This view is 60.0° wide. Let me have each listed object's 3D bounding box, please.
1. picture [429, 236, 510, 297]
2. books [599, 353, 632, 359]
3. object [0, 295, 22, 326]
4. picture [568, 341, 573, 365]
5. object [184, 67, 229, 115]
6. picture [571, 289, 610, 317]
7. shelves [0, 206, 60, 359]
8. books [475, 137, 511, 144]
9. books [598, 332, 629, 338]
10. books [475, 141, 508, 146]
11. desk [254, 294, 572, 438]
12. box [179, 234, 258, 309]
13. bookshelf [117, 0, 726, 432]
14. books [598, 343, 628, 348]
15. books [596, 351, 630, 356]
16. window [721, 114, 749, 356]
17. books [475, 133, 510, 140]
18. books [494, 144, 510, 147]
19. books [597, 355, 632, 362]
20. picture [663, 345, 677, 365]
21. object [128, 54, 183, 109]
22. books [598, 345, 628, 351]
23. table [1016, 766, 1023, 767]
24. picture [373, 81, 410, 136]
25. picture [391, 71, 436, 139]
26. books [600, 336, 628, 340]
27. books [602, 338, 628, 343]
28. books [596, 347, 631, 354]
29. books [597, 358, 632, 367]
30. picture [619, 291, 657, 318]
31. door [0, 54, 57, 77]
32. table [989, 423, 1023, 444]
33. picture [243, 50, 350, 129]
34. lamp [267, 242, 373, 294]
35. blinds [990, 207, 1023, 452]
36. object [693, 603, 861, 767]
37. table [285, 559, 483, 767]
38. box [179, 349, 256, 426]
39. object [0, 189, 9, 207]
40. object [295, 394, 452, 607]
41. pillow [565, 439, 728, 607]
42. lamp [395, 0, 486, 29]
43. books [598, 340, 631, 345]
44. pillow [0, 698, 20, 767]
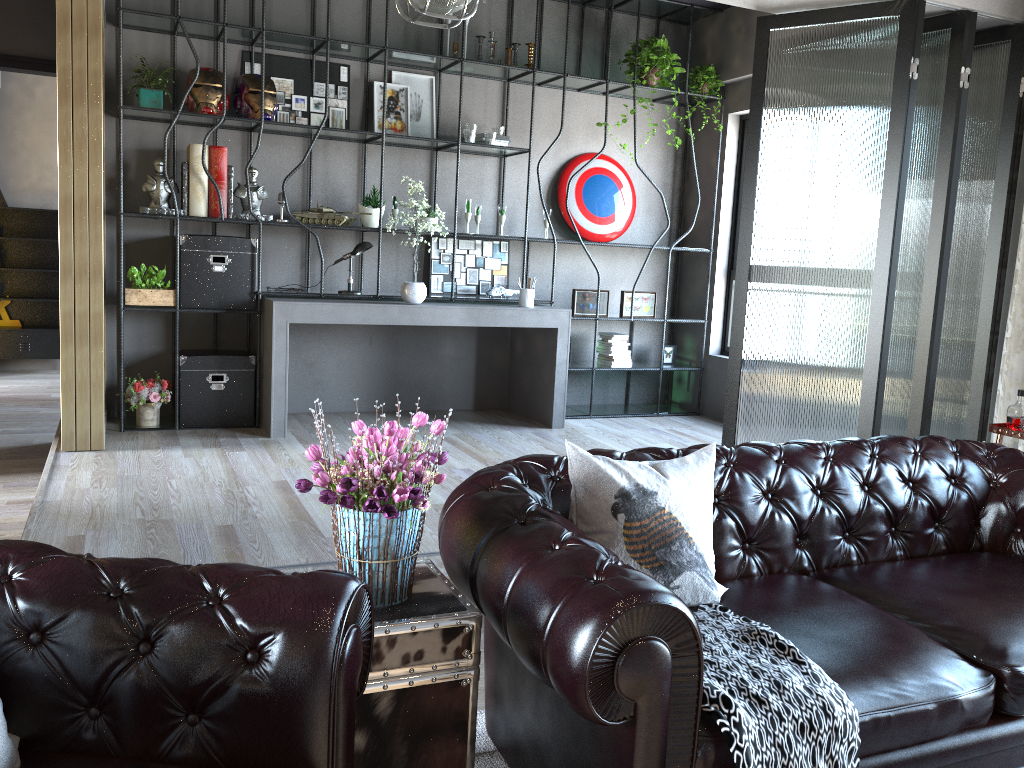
[{"bbox_3d":[-0.326,-0.915,6.934,0.665,0.446,0.051,0,8,-24],"label":"picture"},{"bbox_3d":[0.842,-0.233,7.277,0.175,0.023,0.250,0,9,-23],"label":"books"},{"bbox_3d":[-5.266,-0.754,9.122,0.393,0.320,0.057,0,8,-24],"label":"object"},{"bbox_3d":[0.395,-0.249,7.096,0.172,0.190,0.036,0,8,-24],"label":"picture"},{"bbox_3d":[-1.993,-1.903,5.794,0.280,0.327,0.400,0,8,-19],"label":"object"},{"bbox_3d":[0.621,-0.641,7.022,0.313,0.212,0.049,0,8,-24],"label":"picture"},{"bbox_3d":[-4.978,-0.948,9.068,0.911,1.674,0.354,0,8,-24],"label":"shelves"},{"bbox_3d":[-0.155,-1.849,6.762,0.243,0.024,0.175,-1,9,-28],"label":"books"},{"bbox_3d":[0.828,-0.402,7.254,0.159,0.024,0.201,-2,10,-34],"label":"books"},{"bbox_3d":[-0.168,-1.825,6.759,0.166,0.024,0.227,-5,11,-44],"label":"books"},{"bbox_3d":[-0.730,-0.158,6.474,2.129,0.884,0.846,-1,8,-24],"label":"desk"},{"bbox_3d":[-1.999,-0.763,5.999,0.489,0.480,0.374,0,8,-24],"label":"box"},{"bbox_3d":[-0.480,-1.362,6.592,4.483,3.277,0.527,0,8,-24],"label":"bookshelf"},{"bbox_3d":[0.830,-0.320,7.274,0.155,0.022,0.205,-1,9,-29],"label":"books"},{"bbox_3d":[0.825,-0.253,7.277,0.192,0.014,0.256,0,9,-21],"label":"books"},{"bbox_3d":[2.162,-1.087,6.574,0.107,1.957,1.698,0,8,-24],"label":"window"},{"bbox_3d":[-0.160,-1.874,6.749,0.225,0.029,0.179,-2,9,-32],"label":"books"},{"bbox_3d":[-0.159,-1.796,6.761,0.179,0.034,0.243,-4,11,-40],"label":"books"},{"bbox_3d":[0.841,-0.210,7.280,0.175,0.023,0.250,-1,9,-28],"label":"books"},{"bbox_3d":[1.330,-0.248,7.532,0.137,0.165,0.032,0,8,-24],"label":"picture"},{"bbox_3d":[-2.313,-1.904,5.668,0.295,0.339,0.325,6,8,22],"label":"object"},{"bbox_3d":[0.823,-0.299,7.275,0.158,0.021,0.224,-1,9,-24],"label":"books"},{"bbox_3d":[1.630,1.050,1.752,1.254,0.469,0.685,-1,9,-24],"label":"table"},{"bbox_3d":[-0.879,-1.987,6.484,0.268,0.413,0.101,0,8,-24],"label":"picture"},{"bbox_3d":[-0.732,-2.045,6.587,0.332,0.514,0.119,0,8,-24],"label":"picture"},{"bbox_3d":[0.833,-0.381,7.265,0.155,0.020,0.205,-1,9,-24],"label":"books"},{"bbox_3d":[0.837,-0.359,7.256,0.162,0.023,0.232,2,8,-8],"label":"books"},{"bbox_3d":[0.825,-0.274,7.273,0.193,0.028,0.246,-1,9,-29],"label":"books"},{"bbox_3d":[0.839,-0.177,7.282,0.192,0.043,0.248,-1,9,-24],"label":"books"},{"bbox_3d":[1.025,-0.646,7.199,0.313,0.212,0.048,0,8,-24],"label":"picture"},{"bbox_3d":[-3.641,-0.914,6.225,1.150,2.539,1.130,0,8,-24],"label":"door"},{"bbox_3d":[2.694,0.619,4.238,0.438,0.731,0.804,-1,9,-28],"label":"table"},{"bbox_3d":[-1.517,-2.051,6.272,0.749,0.502,0.058,0,8,-24],"label":"picture"},{"bbox_3d":[-1.355,-0.841,6.301,0.740,0.370,0.205,3,7,0],"label":"lamp"},{"bbox_3d":[3.399,-0.359,3.248,0.200,2.969,3.416,0,8,-24],"label":"blinds"},{"bbox_3d":[0.606,0.980,1.750,0.562,0.568,1.702,2,8,-4],"label":"object"},{"bbox_3d":[-0.345,0.808,2.216,0.417,0.608,0.406,0,8,-24],"label":"table"},{"bbox_3d":[-2.040,0.013,6.098,0.489,0.480,0.374,0,8,-24],"label":"box"},{"bbox_3d":[-5.272,-1.964,8.937,0.343,0.343,0.057,0,8,-24],"label":"object"},{"bbox_3d":[-0.325,0.277,2.145,0.349,0.483,0.352,4,8,7],"label":"object"},{"bbox_3d":[0.395,0.389,2.557,0.528,0.468,0.284,0,8,-21],"label":"pillow"},{"bbox_3d":[-0.427,-2.585,4.872,0.516,1.147,0.534,10,10,43],"label":"lamp"},{"bbox_3d":[0.833,-0.339,7.266,0.174,0.019,0.244,-1,9,-24],"label":"books"},{"bbox_3d":[-1.026,0.483,1.404,0.290,0.501,0.542,5,8,14],"label":"pillow"}]
